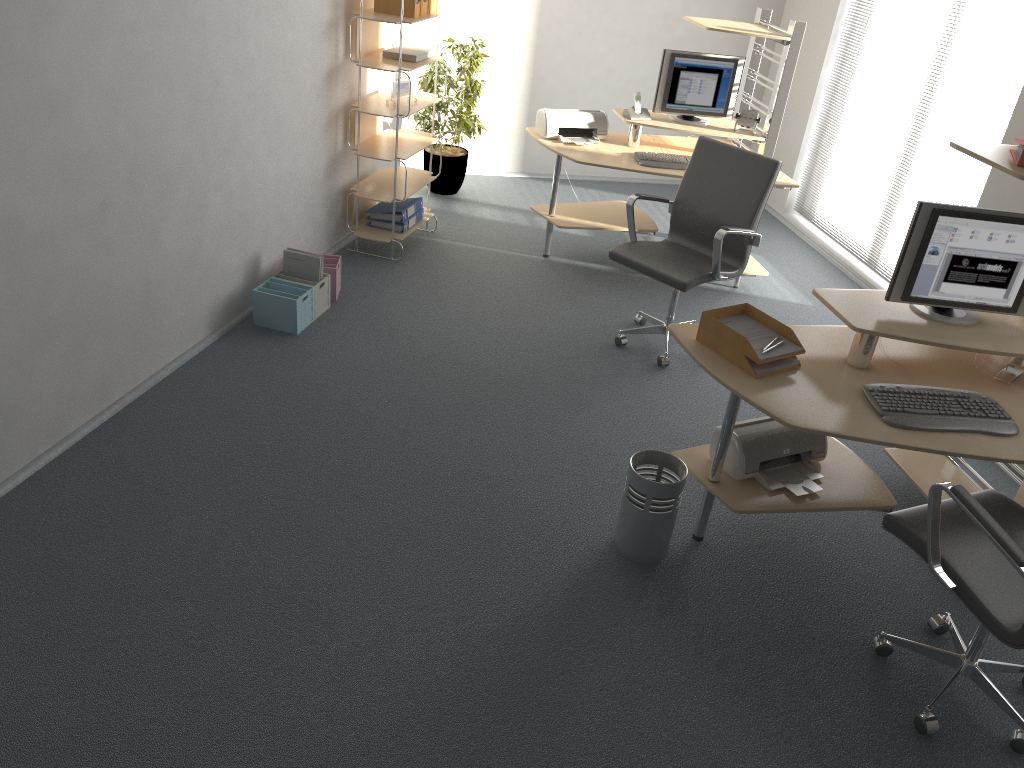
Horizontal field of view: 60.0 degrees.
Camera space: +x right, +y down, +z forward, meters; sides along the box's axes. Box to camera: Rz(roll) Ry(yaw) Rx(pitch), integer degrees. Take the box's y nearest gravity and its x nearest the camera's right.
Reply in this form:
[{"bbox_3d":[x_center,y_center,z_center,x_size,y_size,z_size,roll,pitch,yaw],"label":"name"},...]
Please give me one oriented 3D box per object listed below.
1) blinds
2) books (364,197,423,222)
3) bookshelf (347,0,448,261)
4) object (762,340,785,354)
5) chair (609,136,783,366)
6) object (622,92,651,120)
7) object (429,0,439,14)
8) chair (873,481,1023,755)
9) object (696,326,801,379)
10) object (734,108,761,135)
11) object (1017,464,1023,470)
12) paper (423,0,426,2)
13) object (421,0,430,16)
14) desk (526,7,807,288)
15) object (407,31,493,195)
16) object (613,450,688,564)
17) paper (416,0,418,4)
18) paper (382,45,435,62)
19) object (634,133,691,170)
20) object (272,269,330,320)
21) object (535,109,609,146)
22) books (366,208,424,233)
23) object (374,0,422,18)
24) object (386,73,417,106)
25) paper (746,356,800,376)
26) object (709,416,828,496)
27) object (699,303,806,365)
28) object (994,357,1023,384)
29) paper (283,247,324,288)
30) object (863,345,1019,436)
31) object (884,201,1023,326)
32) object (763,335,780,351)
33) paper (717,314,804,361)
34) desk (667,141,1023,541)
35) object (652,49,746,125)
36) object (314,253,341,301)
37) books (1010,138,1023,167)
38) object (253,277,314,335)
[{"bbox_3d":[2.529,-2.053,5.419,0.037,2.749,1.950,0,31,-12],"label":"blinds"},{"bbox_3d":[-0.746,-1.115,5.611,0.263,0.100,0.320,14,31,12],"label":"books"},{"bbox_3d":[-0.687,-1.598,5.347,0.381,1.572,0.724,14,31,12],"label":"bookshelf"},{"bbox_3d":[0.909,-0.129,3.087,0.008,0.009,0.159,30,37,34],"label":"object"},{"bbox_3d":[0.894,-0.667,4.589,0.652,1.048,0.584,-22,41,-40],"label":"chair"},{"bbox_3d":[0.787,-1.736,5.523,0.150,0.151,0.119,-8,33,-24],"label":"object"},{"bbox_3d":[-0.554,-2.306,5.138,0.243,0.259,0.113,16,31,14],"label":"object"},{"bbox_3d":[1.514,0.545,2.629,0.584,1.048,0.652,-8,33,-24],"label":"chair"},{"bbox_3d":[0.852,-0.137,3.185,0.225,0.060,0.309,-12,35,-30],"label":"object"},{"bbox_3d":[1.460,-1.629,5.496,0.154,0.135,0.093,19,32,20],"label":"object"},{"bbox_3d":[2.491,0.309,4.107,0.245,0.202,0.185,0,31,-12],"label":"object"},{"bbox_3d":[-0.589,-2.277,5.042,0.213,0.297,0.045,14,31,12],"label":"paper"},{"bbox_3d":[-0.596,-2.251,5.034,0.243,0.259,0.113,14,31,12],"label":"object"},{"bbox_3d":[0.895,-1.452,5.426,1.469,1.566,0.967,0,31,-12],"label":"desk"},{"bbox_3d":[-0.431,-1.946,6.436,0.544,1.147,0.644,15,31,13],"label":"object"},{"bbox_3d":[0.504,0.455,3.259,0.208,0.377,0.208,23,34,26],"label":"object"},{"bbox_3d":[-0.624,-2.221,4.937,0.213,0.297,0.045,13,30,10],"label":"paper"},{"bbox_3d":[-0.608,-1.954,5.241,0.213,0.046,0.297,14,31,11],"label":"paper"},{"bbox_3d":[0.959,-1.451,5.560,0.478,0.082,0.814,4,30,-5],"label":"object"},{"bbox_3d":[-1.118,-0.482,4.710,0.245,0.202,0.185,14,31,11],"label":"object"},{"bbox_3d":[0.407,-1.602,5.519,0.438,0.162,0.351,-4,32,-19],"label":"object"},{"bbox_3d":[-0.742,-1.065,5.637,0.262,0.072,0.320,14,31,12],"label":"books"},{"bbox_3d":[-0.630,-2.194,4.929,0.243,0.259,0.113,13,30,10],"label":"object"},{"bbox_3d":[-0.649,-1.745,5.245,0.077,0.161,0.192,24,34,27],"label":"object"},{"bbox_3d":[0.851,-0.126,3.191,0.210,0.019,0.297,-12,35,-30],"label":"paper"},{"bbox_3d":[1.023,0.259,3.339,0.438,0.162,0.351,-9,33,-25],"label":"object"},{"bbox_3d":[0.858,-0.185,3.157,0.225,0.060,0.309,-12,35,-30],"label":"object"},{"bbox_3d":[1.839,-0.060,3.256,0.159,0.064,0.054,-21,40,-39],"label":"object"},{"bbox_3d":[-1.106,-0.549,4.687,0.220,0.306,0.068,14,31,11],"label":"paper"},{"bbox_3d":[1.415,-0.036,3.213,0.478,0.082,0.814,4,30,-5],"label":"object"},{"bbox_3d":[1.653,-0.450,3.219,0.516,0.418,0.245,11,30,7],"label":"object"},{"bbox_3d":[0.910,-0.144,3.113,0.008,0.009,0.159,24,34,27],"label":"object"},{"bbox_3d":[0.857,-0.170,3.165,0.210,0.010,0.297,-12,35,-30],"label":"paper"},{"bbox_3d":[1.392,-0.028,3.073,1.469,1.566,0.967,0,31,-12],"label":"desk"},{"bbox_3d":[1.159,-1.862,5.553,0.516,0.418,0.245,8,30,1],"label":"object"},{"bbox_3d":[-1.081,-0.590,4.906,0.245,0.202,0.185,4,30,-4],"label":"object"},{"bbox_3d":[1.872,-0.765,2.983,0.320,0.072,0.262,16,31,16],"label":"books"},{"bbox_3d":[-1.170,-0.397,4.553,0.245,0.202,0.185,14,31,11],"label":"object"}]
